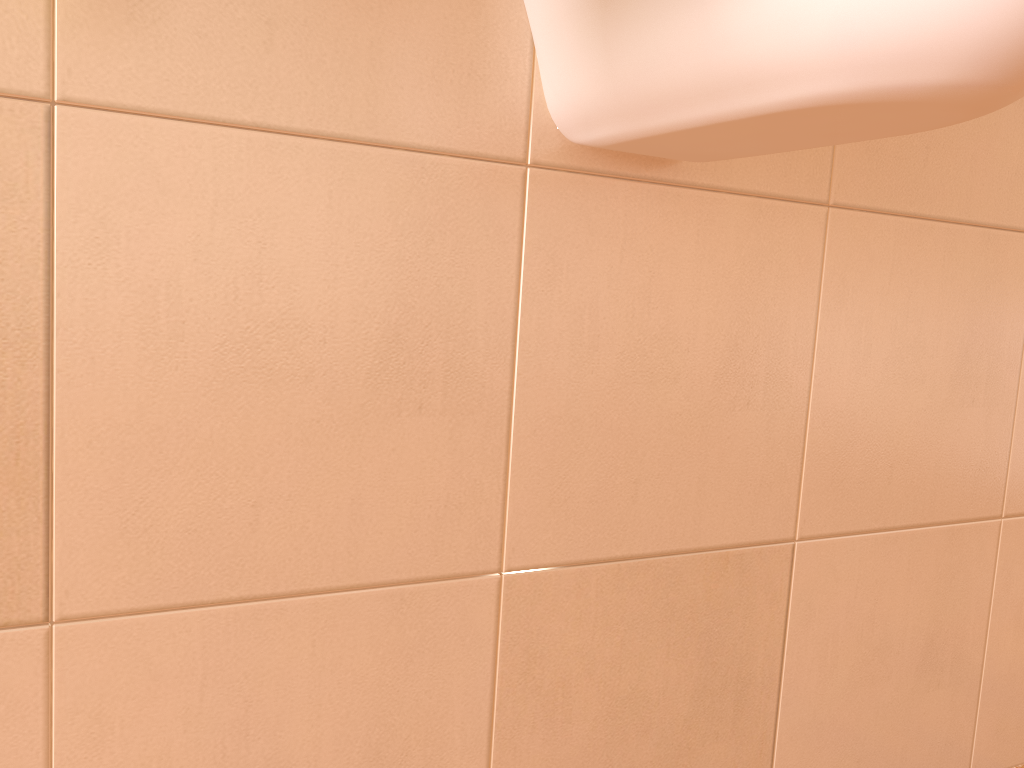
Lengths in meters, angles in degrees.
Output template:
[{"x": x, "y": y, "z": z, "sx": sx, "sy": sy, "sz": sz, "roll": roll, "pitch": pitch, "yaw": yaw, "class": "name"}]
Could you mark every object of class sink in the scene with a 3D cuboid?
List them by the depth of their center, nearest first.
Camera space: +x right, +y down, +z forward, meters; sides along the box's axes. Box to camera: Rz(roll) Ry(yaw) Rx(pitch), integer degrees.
[{"x": 0.262, "y": -0.373, "z": 0.361, "sx": 0.683, "sy": 0.516, "sz": 0.539, "roll": 0, "pitch": 7, "yaw": -28, "class": "sink"}]
